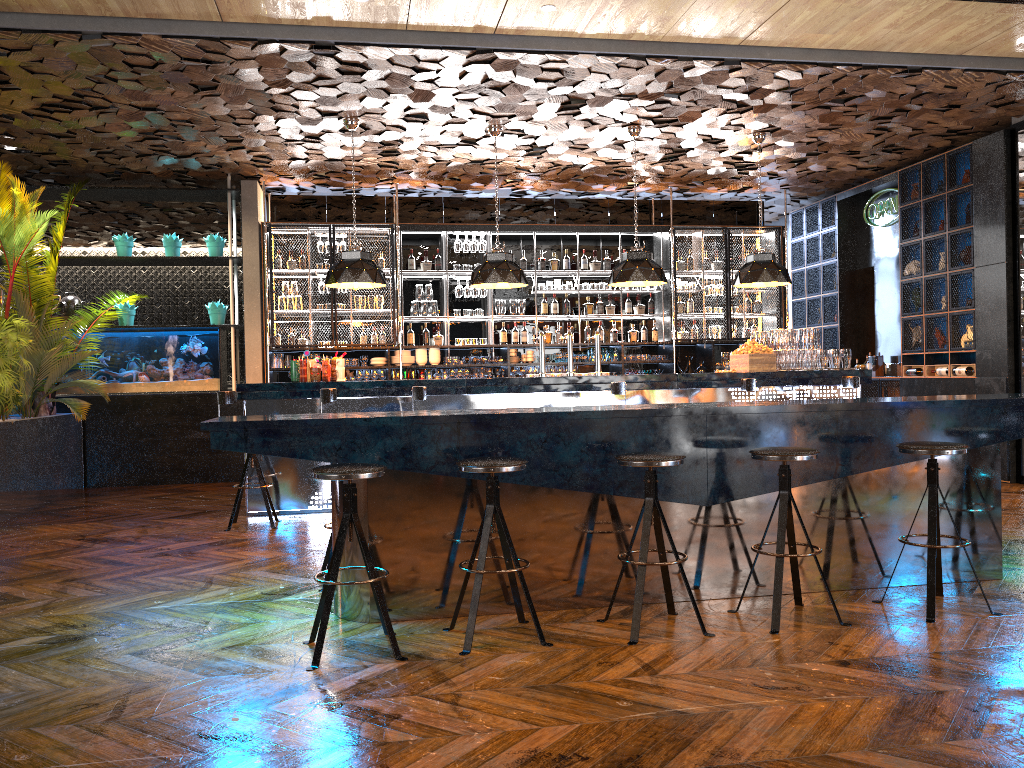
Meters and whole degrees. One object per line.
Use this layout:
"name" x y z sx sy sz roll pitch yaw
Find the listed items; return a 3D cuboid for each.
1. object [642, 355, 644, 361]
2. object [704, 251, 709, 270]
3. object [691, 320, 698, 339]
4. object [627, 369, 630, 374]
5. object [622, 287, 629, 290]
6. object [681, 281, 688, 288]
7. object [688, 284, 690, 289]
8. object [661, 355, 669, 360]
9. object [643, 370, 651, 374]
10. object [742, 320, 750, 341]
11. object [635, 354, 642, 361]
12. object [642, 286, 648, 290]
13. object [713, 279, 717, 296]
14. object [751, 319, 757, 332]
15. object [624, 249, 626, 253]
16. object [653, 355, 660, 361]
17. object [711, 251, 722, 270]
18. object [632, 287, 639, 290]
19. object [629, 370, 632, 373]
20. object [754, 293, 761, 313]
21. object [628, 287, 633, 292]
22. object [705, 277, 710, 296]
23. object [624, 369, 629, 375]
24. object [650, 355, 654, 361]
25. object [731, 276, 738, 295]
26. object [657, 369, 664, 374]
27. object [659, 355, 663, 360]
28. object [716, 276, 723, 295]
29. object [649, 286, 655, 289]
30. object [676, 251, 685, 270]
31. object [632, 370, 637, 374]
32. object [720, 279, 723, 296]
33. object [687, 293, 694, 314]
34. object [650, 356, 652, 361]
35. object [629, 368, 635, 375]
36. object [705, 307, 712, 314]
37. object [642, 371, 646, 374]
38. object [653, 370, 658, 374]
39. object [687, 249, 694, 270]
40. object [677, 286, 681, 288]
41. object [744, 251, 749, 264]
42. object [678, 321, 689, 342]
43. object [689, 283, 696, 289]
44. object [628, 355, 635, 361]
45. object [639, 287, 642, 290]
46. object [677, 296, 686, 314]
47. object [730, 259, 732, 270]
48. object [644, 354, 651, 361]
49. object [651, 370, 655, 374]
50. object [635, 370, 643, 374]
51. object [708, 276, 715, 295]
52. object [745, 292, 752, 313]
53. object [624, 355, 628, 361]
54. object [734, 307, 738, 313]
"object" 1.721 -0.343 11.591 0.084 0.082 0.084 -1 1 -4
"object" 2.584 -1.639 11.837 0.083 0.282 0.083 -1 1 -10
"object" 2.435 -0.708 11.819 0.086 0.299 0.086 -1 1 39
"object" 1.520 -0.114 11.601 0.089 0.174 0.089 -1 1 41
"object" 1.483 -1.272 11.583 0.089 0.092 0.089 -2 1 -24
"object" 2.281 -1.311 11.733 0.089 0.092 0.089 -1 1 16
"object" 2.386 -1.294 11.905 0.089 0.092 0.089 -1 1 16
"object" 1.989 -0.342 11.525 0.088 0.070 0.098 -1 1 0
"object" 1.762 -0.106 11.532 0.106 0.148 0.106 -1 1 0
"object" 3.150 -0.717 11.942 0.083 0.282 0.083 -2 1 -25
"object" 1.639 -0.339 11.477 0.084 0.082 0.084 -1 1 8
"object" 1.741 -1.278 11.620 0.089 0.092 0.089 -1 1 29
"object" 2.729 -1.313 11.939 0.092 0.244 0.092 -1 1 -16
"object" 3.270 -0.727 11.977 0.086 0.298 0.086 -1 1 39
"object" 1.482 -1.620 11.646 0.086 0.299 0.086 -1 1 39
"object" 1.880 -0.340 11.557 0.088 0.070 0.098 -1 1 25
"object" 2.737 -1.640 11.865 0.123 0.279 0.123 -1 1 -6
"object" 1.621 -1.275 11.637 0.089 0.092 0.089 -1 1 -11
"object" 1.606 -0.105 11.741 0.106 0.148 0.106 -1 1 9
"object" 3.315 -1.084 11.969 0.083 0.282 0.083 -1 1 0
"object" 1.574 -1.275 11.776 0.089 0.092 0.089 -2 1 -24
"object" 2.621 -1.311 11.920 0.092 0.244 0.092 -1 1 -16
"object" 1.463 -0.111 11.432 0.089 0.174 0.089 -1 1 41
"object" 1.865 -0.341 11.653 0.088 0.070 0.098 -1 1 13
"object" 2.957 -1.317 11.812 0.092 0.244 0.092 -1 1 -16
"object" 1.928 -0.112 11.538 0.107 0.152 0.107 -1 1 16
"object" 1.969 -0.343 11.622 0.098 0.070 0.088 -1 1 17
"object" 2.758 -1.312 11.777 0.092 0.244 0.092 -1 1 -16
"object" 1.839 -1.280 11.643 0.089 0.092 0.089 -2 1 -24
"object" 2.228 -1.626 11.761 0.123 0.279 0.123 -1 1 -1
"object" 1.628 -0.104 11.625 0.106 0.148 0.106 -1 1 22
"object" 2.827 -1.316 11.956 0.092 0.244 0.092 -1 1 -16
"object" 2.377 -1.069 11.818 0.086 0.298 0.086 -1 1 39
"object" 1.850 -0.341 11.752 0.088 0.070 0.098 -2 1 -26
"object" 1.559 -0.114 11.509 0.089 0.174 0.089 -1 1 41
"object" 2.602 -0.973 11.759 0.089 0.092 0.089 -2 1 -26
"object" 1.741 -0.107 11.647 0.106 0.148 0.106 -1 1 19
"object" 1.907 -0.113 11.653 0.107 0.152 0.107 -1 1 4
"object" 2.373 -1.640 11.803 0.086 0.297 0.086 -1 1 39
"object" 2.182 -1.310 11.691 0.089 0.092 0.089 -1 1 16
"object" 3.170 -1.652 11.940 0.083 0.282 0.083 -1 1 5
"object" 2.271 -0.693 11.773 0.123 0.279 0.123 -1 1 -21
"object" 2.391 -1.293 11.740 0.089 0.092 0.089 -1 1 41
"object" 1.542 -0.337 11.462 0.084 0.082 0.084 -1 1 -9
"object" 1.682 -1.278 11.769 0.089 0.092 0.089 -2 1 -24
"object" 2.228 -1.040 11.777 0.151 0.248 0.094 -1 1 -1
"object" 2.892 -1.646 11.891 0.083 0.282 0.083 -2 1 -25
"object" 1.756 -0.343 11.498 0.084 0.082 0.084 -2 1 -28
"object" 1.881 -0.113 11.780 0.107 0.152 0.107 -1 1 -4
"object" 1.647 -0.104 11.510 0.106 0.148 0.106 -1 1 9
"object" 2.650 -1.310 11.758 0.092 0.244 0.092 -1 1 -16
"object" 3.181 -1.090 11.948 0.086 0.299 0.086 -1 1 39
"object" 1.462 -0.335 11.450 0.084 0.082 0.084 -1 1 -18
"object" 2.985 -0.983 11.868 0.089 0.092 0.089 -2 1 -26
